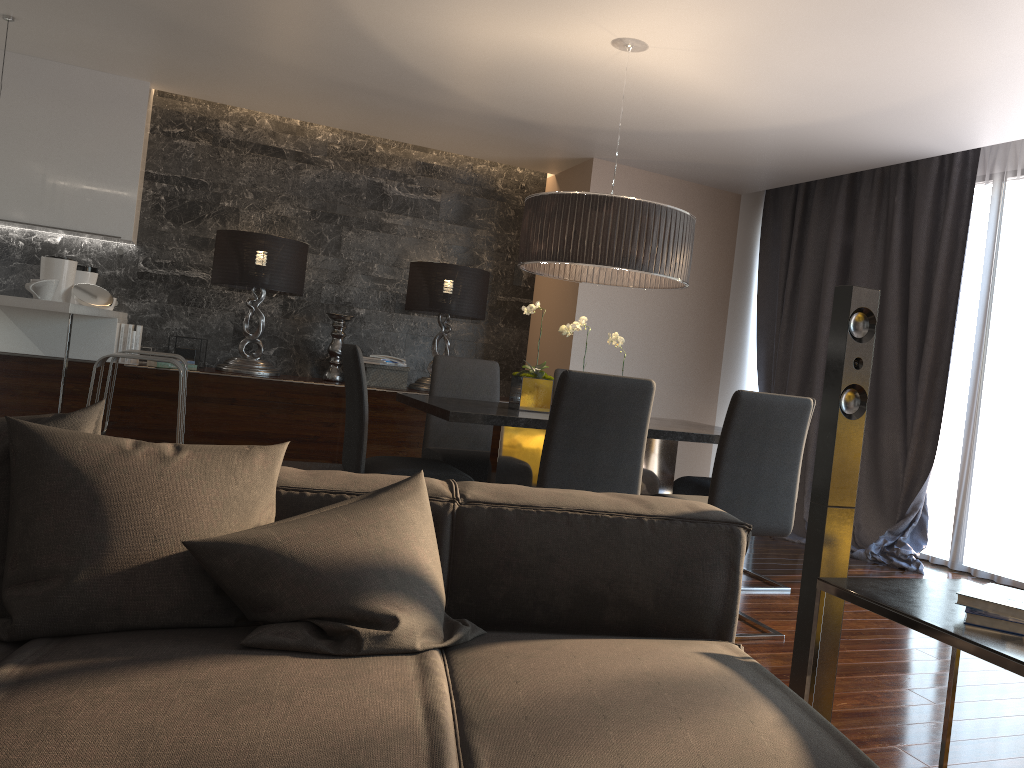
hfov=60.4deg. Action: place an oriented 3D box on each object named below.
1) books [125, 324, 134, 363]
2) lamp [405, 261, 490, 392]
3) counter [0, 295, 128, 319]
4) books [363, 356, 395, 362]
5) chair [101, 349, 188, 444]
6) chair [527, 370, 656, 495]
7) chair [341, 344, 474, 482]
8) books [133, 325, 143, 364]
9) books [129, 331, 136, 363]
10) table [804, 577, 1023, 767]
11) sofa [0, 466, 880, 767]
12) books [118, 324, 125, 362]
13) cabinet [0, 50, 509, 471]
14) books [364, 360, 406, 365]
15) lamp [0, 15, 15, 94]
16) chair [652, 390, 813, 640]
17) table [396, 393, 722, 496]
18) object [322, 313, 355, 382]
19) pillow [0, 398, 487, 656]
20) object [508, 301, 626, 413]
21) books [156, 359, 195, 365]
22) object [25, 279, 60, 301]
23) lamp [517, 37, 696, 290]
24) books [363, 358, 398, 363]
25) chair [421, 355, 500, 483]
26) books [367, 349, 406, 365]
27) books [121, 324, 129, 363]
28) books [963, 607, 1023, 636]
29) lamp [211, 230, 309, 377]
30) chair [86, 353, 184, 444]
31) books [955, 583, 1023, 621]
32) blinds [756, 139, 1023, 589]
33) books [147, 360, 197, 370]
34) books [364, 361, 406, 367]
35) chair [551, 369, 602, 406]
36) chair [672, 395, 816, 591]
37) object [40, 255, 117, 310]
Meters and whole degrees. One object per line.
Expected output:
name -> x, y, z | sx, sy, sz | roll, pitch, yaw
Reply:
books -> -2.438, -0.258, 5.608 | 0.020, 0.243, 0.168 | 7, 0, -19
lamp -> -0.513, -0.407, 6.585 | 0.588, 0.933, 0.596 | 7, 0, 5
counter -> -4.120, -0.586, 3.953 | 4.189, 0.041, 2.588 | 6, 1, -22
books -> -0.978, -0.183, 6.404 | 0.244, 0.011, 0.329 | 7, 1, 21
chair -> -1.973, 0.228, 4.702 | 0.447, 0.800, 0.404 | 6, 0, -22
chair -> 0.206, 0.430, 3.333 | 0.444, 0.964, 0.550 | 6, 0, -21
chair -> -0.471, 0.341, 3.771 | 0.594, 0.964, 0.411 | 6, 0, -22
books -> -2.402, -0.254, 5.647 | 0.024, 0.243, 0.169 | 7, 0, -19
books -> -2.420, -0.237, 5.619 | 0.021, 0.205, 0.149 | 7, 0, -19
table -> 0.967, 0.757, 1.813 | 0.468, 0.563, 0.578 | 6, 1, -21
sofa -> -0.515, 0.536, 0.770 | 2.545, 0.703, 2.672 | 6, 1, -11
books -> -2.484, -0.263, 5.606 | 0.020, 0.243, 0.168 | 7, 0, -19
cabinet -> -2.446, -0.660, 3.752 | 7.193, 2.500, 4.276 | 6, 1, -22
books -> -0.956, -0.160, 6.419 | 0.246, 0.011, 0.327 | 7, 1, 16
lamp -> -2.750, -1.551, 4.725 | 0.060, 0.845, 0.055 | 7, 0, -21
chair -> 0.871, 0.500, 3.624 | 0.444, 0.964, 0.550 | 6, 0, -21
table -> 0.324, 0.529, 4.095 | 1.665, 0.760, 1.000 | 6, 1, -22
object -> -1.254, -0.258, 6.304 | 0.200, 0.485, 0.216 | 7, 0, 26
pillow -> -1.020, 0.216, 1.090 | 1.007, 0.431, 2.201 | 7, 1, 32
object -> 0.284, -0.112, 4.116 | 0.600, 0.501, 0.297 | 6, 1, -26
books -> -2.164, -0.149, 5.590 | 0.240, 0.024, 0.158 | 5, 2, -42
object -> -2.305, -0.464, 3.973 | 0.455, 0.133, 0.181 | 6, 1, -22
lamp -> 0.487, -1.044, 4.101 | 0.801, 1.102, 0.807 | 7, 1, 3
books -> -0.973, -0.172, 6.410 | 0.246, 0.011, 0.327 | 7, 1, 16
chair -> -0.217, 0.352, 4.572 | 0.444, 0.964, 0.550 | 6, 0, -21
books -> -0.925, -0.192, 6.471 | 0.279, 0.109, 0.315 | 6, 1, -11
books -> -2.466, -0.261, 5.620 | 0.024, 0.243, 0.169 | 7, 0, -19
books -> 1.010, 0.468, 1.784 | 0.156, 0.023, 0.242 | 7, 2, 29
lamp -> -1.759, -0.538, 6.040 | 0.621, 0.933, 0.563 | 6, 1, -31
chair -> -1.754, 0.269, 4.060 | 0.447, 0.800, 0.404 | 6, 0, -22
books -> 1.021, 0.446, 1.798 | 0.147, 0.022, 0.216 | 8, 2, 45
blinds -> 3.425, -0.170, 3.845 | 0.783, 2.893, 7.153 | 7, 1, -27
books -> -2.165, -0.120, 5.600 | 0.256, 0.034, 0.170 | 5, 2, -43
books -> -0.967, -0.150, 6.406 | 0.243, 0.011, 0.332 | 7, 2, 26
chair -> 0.448, 0.422, 4.862 | 0.444, 0.964, 0.550 | 6, 0, -21
chair -> 1.151, 0.513, 4.455 | 0.594, 0.964, 0.411 | 6, 0, -22
object -> -2.703, -0.633, 5.602 | 0.423, 0.298, 0.564 | 6, 1, -8
